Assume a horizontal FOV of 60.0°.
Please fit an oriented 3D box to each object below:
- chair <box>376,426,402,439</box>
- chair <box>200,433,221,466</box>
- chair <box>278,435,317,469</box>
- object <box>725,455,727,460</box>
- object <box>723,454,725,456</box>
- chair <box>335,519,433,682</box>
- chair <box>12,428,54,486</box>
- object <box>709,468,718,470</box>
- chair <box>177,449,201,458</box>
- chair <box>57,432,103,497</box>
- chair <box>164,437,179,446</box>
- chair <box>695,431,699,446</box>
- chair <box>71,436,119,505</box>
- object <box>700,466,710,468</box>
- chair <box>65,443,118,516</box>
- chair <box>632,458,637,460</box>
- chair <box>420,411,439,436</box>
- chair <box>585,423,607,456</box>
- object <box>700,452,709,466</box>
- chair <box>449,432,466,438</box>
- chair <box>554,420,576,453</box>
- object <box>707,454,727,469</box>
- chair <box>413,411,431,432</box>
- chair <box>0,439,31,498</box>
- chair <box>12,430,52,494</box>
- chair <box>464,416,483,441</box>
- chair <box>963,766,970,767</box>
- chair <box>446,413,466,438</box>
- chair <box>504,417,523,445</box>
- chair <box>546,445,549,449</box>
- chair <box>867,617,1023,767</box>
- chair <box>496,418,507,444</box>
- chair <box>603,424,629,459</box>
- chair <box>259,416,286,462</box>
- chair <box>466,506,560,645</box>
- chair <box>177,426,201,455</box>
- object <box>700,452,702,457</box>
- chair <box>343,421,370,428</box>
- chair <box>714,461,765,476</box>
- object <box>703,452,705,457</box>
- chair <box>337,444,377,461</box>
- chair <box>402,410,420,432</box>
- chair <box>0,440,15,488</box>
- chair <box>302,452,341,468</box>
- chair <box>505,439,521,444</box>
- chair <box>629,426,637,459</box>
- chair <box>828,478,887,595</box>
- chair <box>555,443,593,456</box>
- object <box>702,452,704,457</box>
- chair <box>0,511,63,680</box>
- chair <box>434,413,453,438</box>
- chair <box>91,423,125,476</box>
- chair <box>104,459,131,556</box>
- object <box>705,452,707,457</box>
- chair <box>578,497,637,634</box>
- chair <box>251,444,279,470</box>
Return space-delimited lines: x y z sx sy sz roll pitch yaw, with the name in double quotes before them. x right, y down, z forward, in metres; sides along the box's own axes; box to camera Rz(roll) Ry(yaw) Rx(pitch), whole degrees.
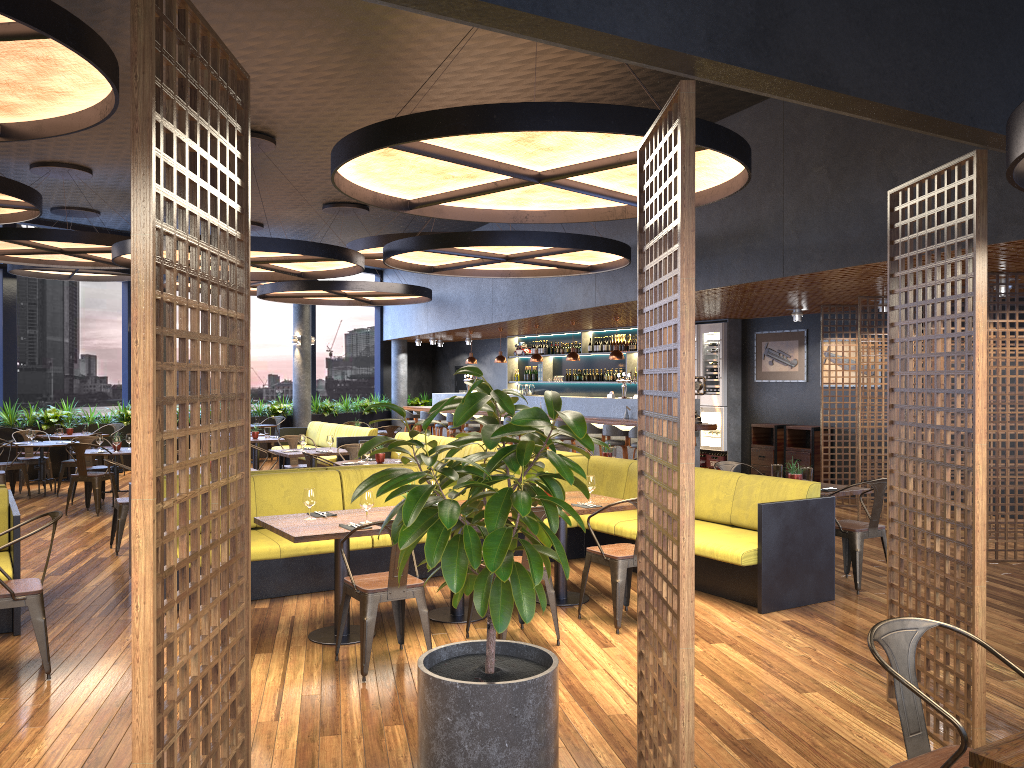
"chair" -2.175 1.163 15.262 0.504 0.917 0.541 0 0 -31
"chair" -4.578 1.171 13.580 0.504 0.917 0.541 0 0 36
"chair" -2.962 1.178 12.275 0.504 0.917 0.541 0 0 -31
"object" 3.550 1.279 14.710 0.057 0.205 0.056 0 0 -26
"object" 3.552 1.278 14.859 0.056 0.205 0.056 0 0 -1
"chair" -0.746 1.215 5.258 0.504 0.917 0.541 0 0 -31
"chair" -7.833 1.166 14.449 0.504 0.917 0.541 0 0 44
"object" 3.493 1.523 14.867 0.277 0.206 0.416 0 0 -39
"chair" -3.513 1.191 9.751 0.504 0.917 0.541 0 0 -31
"chair" -6.339 1.173 13.079 0.541 0.917 0.504 0 0 -1
"chair" -4.803 1.179 12.014 0.541 0.917 0.504 0 0 -31
"chair" 2.478 1.112 12.893 0.483 1.048 0.438 0 0 30
"chair" -5.682 1.179 12.053 0.541 0.917 0.504 0 0 40
"object" 3.195 1.521 15.351 0.277 0.206 0.416 0 0 -28
"chair" -5.326 1.183 11.214 0.504 0.917 0.541 0 0 8
"chair" 1.404 1.194 9.565 0.504 0.917 0.541 0 0 -31
"chair" -1.672 1.082 18.416 0.483 1.048 0.438 0 0 30
"chair" 1.287 1.108 13.629 0.483 1.048 0.438 0 0 30
"object" 3.182 1.295 15.343 0.277 0.206 0.416 0 0 -18
"chair" -0.643 1.176 12.936 0.504 0.917 0.541 0 0 -31
"chair" 0.877 1.104 14.288 0.438 1.048 0.483 0 0 -17
"object" 3.504 1.298 14.875 0.277 0.206 0.416 0 0 -29
"chair" -1.990 1.074 20.071 0.483 1.048 0.438 0 0 -3
"chair" -7.208 1.176 12.571 0.504 0.917 0.541 0 0 31
"chair" -7.320 1.171 13.519 0.504 0.917 0.541 0 0 -40
"chair" -0.713 1.092 16.650 0.438 1.048 0.483 0 0 -12
"chair" 1.221 1.234 1.786 0.541 0.917 0.504 0 0 -31
"chair" -1.058 1.088 17.291 0.438 1.048 0.483 0 0 -3
"chair" 0.072 1.098 15.485 0.438 1.048 0.483 0 0 -3
"chair" 0.490 1.101 14.879 0.483 1.048 0.438 0 0 19
"chair" 1.381 1.229 2.689 0.504 0.917 0.541 0 0 -31
"chair" -0.239 1.095 16.097 0.483 1.048 0.438 0 0 30
"chair" 1.556 1.111 13.064 0.438 1.048 0.483 0 0 -3
"chair" -5.059 1.145 18.667 0.504 0.917 0.541 0 0 24
"chair" 0.022 1.213 5.729 0.504 0.917 0.541 0 0 -31
"chair" -5.373 1.164 14.921 0.541 0.917 0.504 0 0 -13
"object" 3.244 1.276 15.262 0.057 0.205 0.056 0 0 -5
"chair" -2.834 1.158 16.340 0.504 0.917 0.541 0 0 -31
"chair" 2.187 1.200 8.331 0.504 0.917 0.541 0 0 -31
"object" 3.304 1.276 15.280 0.056 0.205 0.056 0 0 -30
"chair" -1.804 1.188 10.565 0.504 0.917 0.541 0 0 -31
"chair" -2.140 1.079 19.095 0.483 1.048 0.438 0 0 30
"chair" -6.681 1.182 11.366 0.541 0.917 0.504 0 0 -31
"chair" -2.016 1.192 9.708 0.541 0.917 0.504 0 0 -31
"chair" 0.007 1.181 11.875 0.504 0.917 0.541 0 0 -31
"chair" 1.872 1.114 12.567 0.438 1.048 0.483 0 0 -40
"chair" 2.827 1.206 7.285 0.504 0.917 0.541 0 0 -31
"chair" 0.754 1.188 10.628 0.504 0.917 0.541 0 0 -31
"object" 3.270 1.277 15.199 0.057 0.205 0.056 0 0 20
"chair" -2.892 1.215 5.115 0.541 0.917 0.504 0 0 -31
"chair" -1.350 1.085 17.914 0.483 1.048 0.438 0 0 30
"chair" -7.108 1.160 15.567 0.504 0.917 0.541 0 0 22
"chair" -3.769 1.196 8.834 0.541 0.917 0.504 0 0 -31
"object" 3.328 1.276 15.219 0.056 0.205 0.056 0 0 -45
"chair" 0.795 1.211 6.202 0.504 0.917 0.541 0 0 -31
"chair" -3.184 1.183 11.319 0.541 0.917 0.504 0 0 -31
